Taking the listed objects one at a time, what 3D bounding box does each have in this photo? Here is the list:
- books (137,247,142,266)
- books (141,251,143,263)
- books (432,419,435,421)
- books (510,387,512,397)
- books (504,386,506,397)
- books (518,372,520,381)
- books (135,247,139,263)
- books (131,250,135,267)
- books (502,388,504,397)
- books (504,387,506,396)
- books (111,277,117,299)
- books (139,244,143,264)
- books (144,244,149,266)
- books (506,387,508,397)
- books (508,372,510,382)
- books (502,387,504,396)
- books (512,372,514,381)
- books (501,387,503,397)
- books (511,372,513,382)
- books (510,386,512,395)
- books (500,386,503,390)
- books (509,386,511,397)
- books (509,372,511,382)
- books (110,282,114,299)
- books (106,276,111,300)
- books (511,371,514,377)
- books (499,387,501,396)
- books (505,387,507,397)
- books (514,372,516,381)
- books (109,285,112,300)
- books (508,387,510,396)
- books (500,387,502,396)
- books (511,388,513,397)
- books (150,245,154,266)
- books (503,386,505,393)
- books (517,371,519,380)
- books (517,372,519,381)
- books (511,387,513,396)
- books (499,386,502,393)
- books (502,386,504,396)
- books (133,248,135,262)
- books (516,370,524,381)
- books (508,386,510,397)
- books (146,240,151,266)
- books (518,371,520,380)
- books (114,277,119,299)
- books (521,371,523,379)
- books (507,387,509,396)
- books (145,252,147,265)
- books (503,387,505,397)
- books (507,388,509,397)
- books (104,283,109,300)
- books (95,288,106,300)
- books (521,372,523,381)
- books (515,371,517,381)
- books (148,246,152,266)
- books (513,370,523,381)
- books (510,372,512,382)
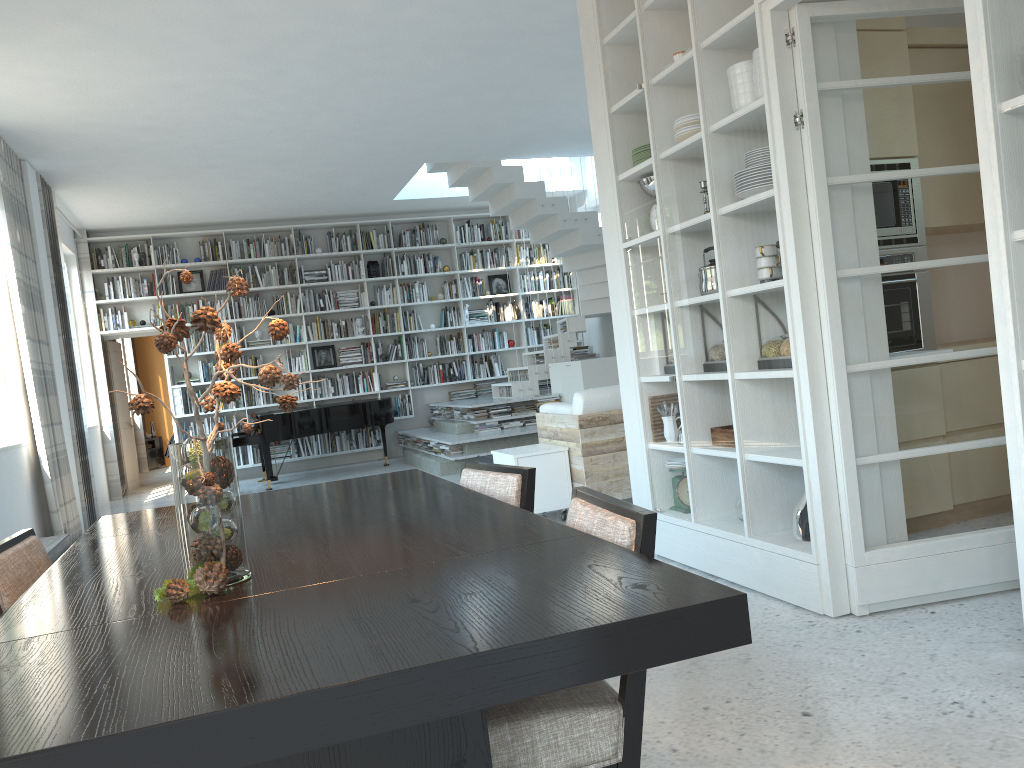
[{"bbox_3d":[-4.558,-1.540,10.861,0.027,0.259,0.147,-7,2,-18],"label":"books"},{"bbox_3d":[-4.521,-1.517,10.882,0.023,0.205,0.146,-7,2,-18],"label":"books"},{"bbox_3d":[-1.019,0.476,11.997,0.152,0.015,0.208,-7,1,-13],"label":"books"},{"bbox_3d":[0.046,0.085,10.947,0.125,0.125,0.007,-7,2,-18],"label":"books"},{"bbox_3d":[-0.031,0.088,11.183,0.125,0.125,0.008,-7,2,-18],"label":"books"},{"bbox_3d":[0.145,-0.105,11.048,0.125,0.125,0.008,-7,2,-18],"label":"books"},{"bbox_3d":[-4.582,-1.534,10.857,0.021,0.253,0.179,-7,2,-18],"label":"books"},{"bbox_3d":[-4.625,-1.515,10.846,0.021,0.226,0.156,-7,2,-18],"label":"books"},{"bbox_3d":[-0.057,0.089,11.263,0.125,0.125,0.008,-7,2,-18],"label":"books"},{"bbox_3d":[-0.029,0.088,11.176,0.125,0.125,0.008,-7,2,-18],"label":"books"},{"bbox_3d":[-4.821,-1.148,10.763,0.023,0.282,0.186,-7,2,-18],"label":"books"},{"bbox_3d":[-4.545,-1.559,10.878,0.013,0.292,0.154,-7,2,-18],"label":"books"},{"bbox_3d":[-4.477,-1.564,10.892,0.022,0.287,0.175,-7,2,-18],"label":"books"},{"bbox_3d":[-0.005,0.087,11.102,0.125,0.125,0.008,-7,2,-18],"label":"books"},{"bbox_3d":[0.020,-0.100,11.430,0.125,0.125,0.008,-7,2,-18],"label":"books"},{"bbox_3d":[-0.055,0.089,11.256,0.125,0.125,0.007,-7,2,-18],"label":"books"},{"bbox_3d":[0.072,-0.102,11.270,0.125,0.125,0.009,-7,2,-18],"label":"books"},{"bbox_3d":[-0.069,0.090,11.300,0.125,0.125,0.007,-7,2,-18],"label":"books"},{"bbox_3d":[0.058,-0.101,11.316,0.125,0.125,0.008,-7,2,-18],"label":"books"},{"bbox_3d":[0.048,0.085,10.940,0.125,0.125,0.008,-7,2,-18],"label":"books"},{"bbox_3d":[-0.084,0.090,11.346,0.125,0.125,0.008,-7,2,-18],"label":"books"},{"bbox_3d":[0.034,0.086,10.984,0.125,0.125,0.010,-7,2,-18],"label":"books"},{"bbox_3d":[0.032,-0.100,11.394,0.125,0.125,0.009,-7,2,-18],"label":"books"},{"bbox_3d":[-4.841,-1.119,10.762,0.022,0.228,0.171,-7,2,-18],"label":"books"},{"bbox_3d":[-4.888,-1.147,10.761,0.011,0.297,0.162,-7,2,-18],"label":"books"},{"bbox_3d":[0.053,-0.101,11.330,0.125,0.125,0.007,-7,2,-18],"label":"books"},{"bbox_3d":[-0.094,0.091,11.377,0.125,0.125,0.010,-7,2,-18],"label":"books"},{"bbox_3d":[-0.017,0.088,11.139,0.125,0.125,0.008,-7,2,-18],"label":"books"},{"bbox_3d":[0.096,-0.103,11.197,0.125,0.125,0.007,-7,2,-18],"label":"books"},{"bbox_3d":[-4.869,-1.098,10.780,0.024,0.192,0.138,-7,2,-18],"label":"books"},{"bbox_3d":[0.022,0.086,11.021,0.125,0.125,0.008,-7,2,-18],"label":"books"},{"bbox_3d":[-0.082,0.090,11.339,0.125,0.125,0.008,-7,2,-18],"label":"books"},{"bbox_3d":[0.056,0.085,10.915,0.125,0.125,0.008,-7,2,-18],"label":"books"},{"bbox_3d":[-4.405,-1.555,10.878,0.024,0.252,0.235,-7,2,-18],"label":"books"},{"bbox_3d":[-0.050,0.089,11.242,0.125,0.125,0.007,-7,2,-18],"label":"books"},{"bbox_3d":[0.135,-0.104,11.079,0.125,0.125,0.010,-7,2,-18],"label":"books"},{"bbox_3d":[0.133,-0.104,11.086,0.125,0.125,0.007,-7,2,-18],"label":"books"},{"bbox_3d":[0.059,0.085,10.908,0.125,0.125,0.008,-7,2,-18],"label":"books"},{"bbox_3d":[-0.102,0.091,11.400,0.125,0.125,0.007,-7,2,-18],"label":"books"},{"bbox_3d":[-0.067,0.090,11.293,0.125,0.125,0.008,-7,2,-18],"label":"books"},{"bbox_3d":[-4.600,-1.527,10.841,0.025,0.244,0.167,-7,2,-18],"label":"books"},{"bbox_3d":[0.122,-0.104,11.119,0.125,0.125,0.014,-7,2,-18],"label":"books"},{"bbox_3d":[0.020,0.086,11.028,0.125,0.125,0.008,-7,2,-18],"label":"books"},{"bbox_3d":[-4.461,-1.592,10.892,0.014,0.338,0.168,-7,2,-18],"label":"books"},{"bbox_3d":[0.147,-0.105,11.041,0.125,0.125,0.008,-7,2,-18],"label":"books"},{"bbox_3d":[-4.805,-1.154,10.792,0.028,0.288,0.132,-7,2,-18],"label":"books"},{"bbox_3d":[0.184,-0.106,10.929,0.125,0.125,0.018,-7,2,-18],"label":"books"},{"bbox_3d":[0.009,0.087,11.059,0.125,0.125,0.007,-7,2,-18],"label":"books"},{"bbox_3d":[-4.495,-1.511,10.887,0.028,0.185,0.167,-7,2,-18],"label":"books"},{"bbox_3d":[-0.043,0.089,11.221,0.125,0.125,0.007,-7,2,-18],"label":"books"},{"bbox_3d":[0.007,0.087,11.066,0.125,0.125,0.007,-7,2,-18],"label":"books"},{"bbox_3d":[-4.905,-1.105,10.753,0.034,0.218,0.166,-7,2,-18],"label":"books"},{"bbox_3d":[-4.979,-1.076,10.740,0.121,0.176,0.129,-7,2,-18],"label":"books"},{"bbox_3d":[0.181,-0.106,10.939,0.125,0.125,0.012,-7,2,-18],"label":"books"},{"bbox_3d":[0.110,-0.103,11.156,0.125,0.125,0.010,-7,2,-18],"label":"books"},{"bbox_3d":[-4.441,-1.555,10.905,0.025,0.259,0.138,-7,2,-18],"label":"books"},{"bbox_3d":[0.084,-0.102,11.234,0.125,0.125,0.008,-7,2,-18],"label":"books"},{"bbox_3d":[0.046,-0.101,11.352,0.125,0.125,0.008,-7,2,-18],"label":"books"}]
